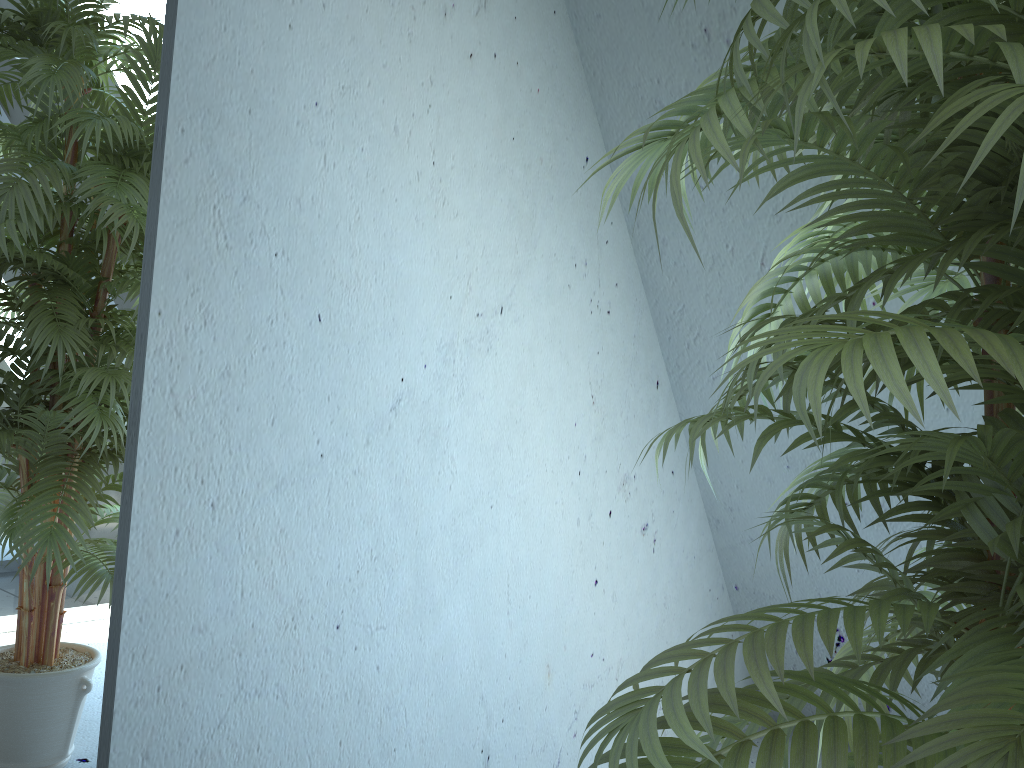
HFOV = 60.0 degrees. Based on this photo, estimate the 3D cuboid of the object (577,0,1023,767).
[{"bbox_3d":[0.551,0.006,0.855,0.980,2.034,1.020,5,-2,-2],"label":"object"}]
